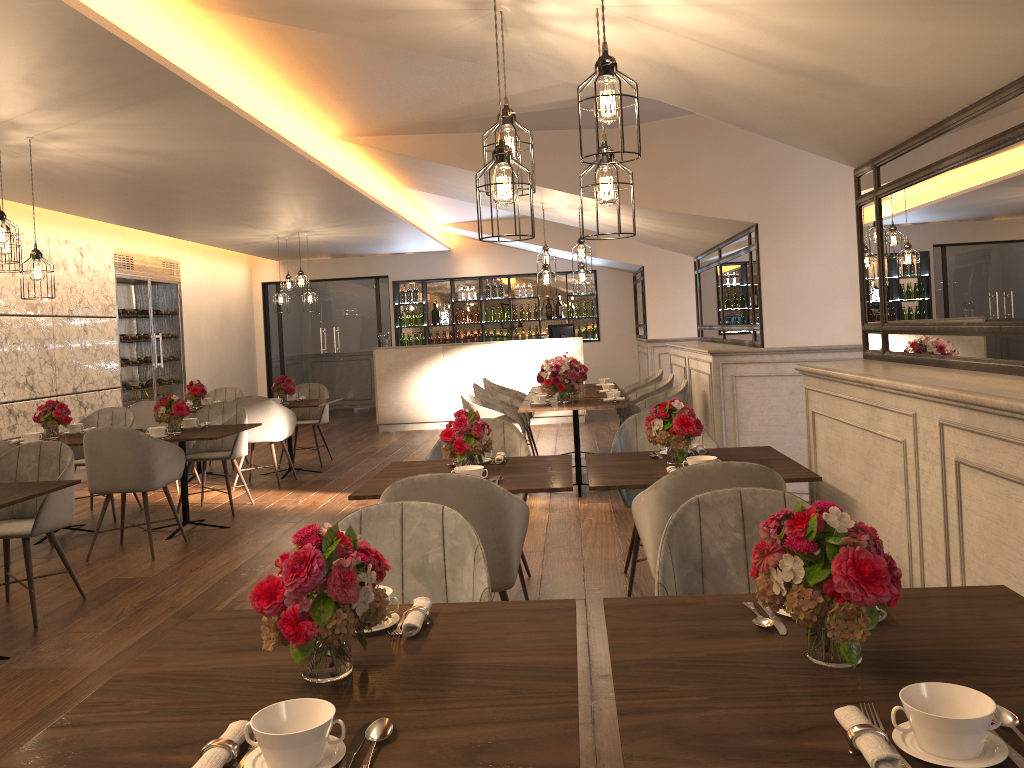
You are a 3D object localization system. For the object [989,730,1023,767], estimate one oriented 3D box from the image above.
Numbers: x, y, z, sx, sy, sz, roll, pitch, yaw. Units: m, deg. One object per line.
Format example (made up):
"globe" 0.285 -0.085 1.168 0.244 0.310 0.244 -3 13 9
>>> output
"object" 0.700 0.513 1.277 0.022 0.004 0.211 -3 4 4

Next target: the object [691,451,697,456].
"object" 0.850 0.317 4.168 0.025 0.024 0.193 -3 3 4

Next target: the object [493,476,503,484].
"object" -0.059 0.402 3.645 0.043 0.015 0.197 -3 3 0

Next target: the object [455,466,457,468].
"object" -0.249 0.382 4.222 0.022 0.004 0.211 -3 4 4

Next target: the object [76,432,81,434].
"object" -3.324 0.369 6.871 0.025 0.024 0.193 -3 3 4

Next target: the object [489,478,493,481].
"object" -0.094 0.408 3.655 0.022 0.004 0.211 -3 4 4

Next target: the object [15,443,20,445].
"object" -3.485 0.413 6.291 0.025 0.024 0.193 -3 3 4

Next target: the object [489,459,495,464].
"object" -0.092 0.363 4.229 0.025 0.024 0.193 -3 3 4

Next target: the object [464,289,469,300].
"object" -0.737 -1.446 14.327 0.070 0.190 0.041 -3 0 3

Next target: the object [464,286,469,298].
"object" -0.739 -1.483 14.327 0.069 0.208 0.040 -3 0 3

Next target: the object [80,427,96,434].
"object" -3.290 0.360 6.879 0.056 0.039 0.176 -3 3 4

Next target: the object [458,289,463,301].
"object" -0.838 -1.442 14.333 0.070 0.190 0.041 -3 0 3

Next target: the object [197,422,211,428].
"object" -2.374 0.316 6.820 0.056 0.039 0.176 -3 3 4

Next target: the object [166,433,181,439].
"object" -2.376 0.364 6.229 0.043 0.015 0.197 -3 3 0

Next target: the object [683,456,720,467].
"object" 0.767 0.334 3.572 0.148 0.072 0.148 -5 3 -29

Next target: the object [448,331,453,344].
"object" -1.001 -0.738 14.379 0.065 0.261 0.066 -3 0 -18

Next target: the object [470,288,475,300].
"object" -0.637 -1.451 14.321 0.070 0.190 0.041 -3 0 3

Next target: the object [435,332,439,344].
"object" -1.222 -0.727 14.394 0.065 0.261 0.066 -3 0 -18

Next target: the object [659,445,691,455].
"object" 0.770 0.297 4.182 0.148 0.072 0.148 -5 3 -29

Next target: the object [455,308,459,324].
"object" -0.895 -1.106 14.370 0.065 0.261 0.066 -3 0 -18

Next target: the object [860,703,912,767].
"object" 0.541 0.511 1.271 0.025 0.024 0.193 -3 3 4

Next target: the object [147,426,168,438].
"object" -2.492 0.342 6.217 0.148 0.072 0.148 -6 4 -44

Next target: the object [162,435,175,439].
"object" -2.411 0.371 6.238 0.022 0.004 0.211 -3 4 4

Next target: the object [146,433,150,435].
"object" -2.604 0.364 6.224 0.056 0.039 0.176 -3 3 4

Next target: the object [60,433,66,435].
"object" -3.482 0.388 6.865 0.022 0.004 0.211 -3 4 4

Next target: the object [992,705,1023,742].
"object" 0.734 0.506 1.268 0.043 0.015 0.197 -3 3 0

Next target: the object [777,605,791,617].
"object" 0.622 0.446 1.866 0.148 0.072 0.148 -5 3 -29

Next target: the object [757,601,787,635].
"object" 0.544 0.486 1.845 0.022 0.004 0.211 -3 4 4

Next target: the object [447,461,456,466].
"object" -0.276 0.377 4.231 0.043 0.015 0.197 -3 4 8

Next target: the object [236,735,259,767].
"object" -0.401 0.556 1.331 0.025 0.024 0.193 -3 3 4

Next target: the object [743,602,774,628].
"object" 0.517 0.481 1.853 0.043 0.015 0.197 -3 4 8

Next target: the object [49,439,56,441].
"object" -3.292 0.408 6.288 0.043 0.015 0.197 -3 3 0

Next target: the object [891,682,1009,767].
"object" 0.618 0.484 1.256 0.148 0.072 0.148 -5 3 -29

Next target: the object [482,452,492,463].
"object" -0.172 0.342 4.243 0.148 0.072 0.148 -5 3 -29

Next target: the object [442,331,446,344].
"object" -1.112 -0.732 14.386 0.065 0.261 0.066 -3 0 -18

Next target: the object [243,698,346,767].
"object" -0.323 0.529 1.317 0.148 0.072 0.148 -5 3 -29

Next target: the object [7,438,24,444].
"object" -3.520 0.408 6.283 0.056 0.039 0.176 -3 3 4

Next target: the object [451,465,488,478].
"object" -0.175 0.379 3.633 0.148 0.072 0.148 -5 3 -29

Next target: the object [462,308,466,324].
"object" -0.785 -1.111 14.363 0.065 0.261 0.066 -3 0 -18

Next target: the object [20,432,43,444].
"object" -3.407 0.386 6.276 0.148 0.072 0.148 -6 4 -44

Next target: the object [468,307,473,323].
"object" -0.674 -1.116 14.356 0.065 0.261 0.066 -3 0 -18

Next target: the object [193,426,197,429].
"object" -2.409 0.325 6.812 0.025 0.024 0.193 -3 3 4

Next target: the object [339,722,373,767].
"object" -0.242 0.558 1.338 0.022 0.004 0.211 -3 4 4

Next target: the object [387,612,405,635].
"object" -0.240 0.512 1.912 0.025 0.024 0.193 -3 3 4

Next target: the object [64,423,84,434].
"object" -3.404 0.348 6.886 0.148 0.072 0.148 -6 4 -44

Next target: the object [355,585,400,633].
"object" -0.320 0.492 1.927 0.148 0.072 0.148 -5 3 -29

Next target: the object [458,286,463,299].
"object" -0.839 -1.478 14.333 0.069 0.208 0.040 -3 0 3

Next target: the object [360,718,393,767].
"object" -0.208 0.551 1.329 0.043 0.015 0.197 -3 3 0

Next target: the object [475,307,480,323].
"object" -0.564 -1.122 14.349 0.065 0.261 0.066 -3 0 -18

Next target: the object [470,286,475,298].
"object" -0.639 -1.488 14.320 0.069 0.208 0.040 -3 0 3
